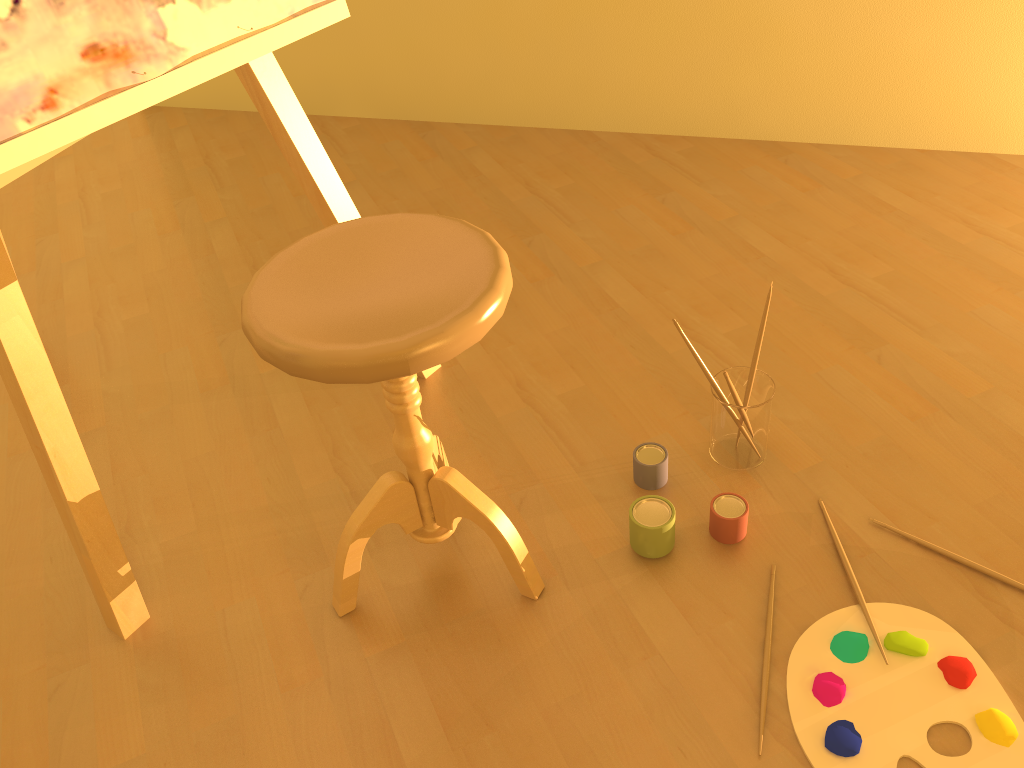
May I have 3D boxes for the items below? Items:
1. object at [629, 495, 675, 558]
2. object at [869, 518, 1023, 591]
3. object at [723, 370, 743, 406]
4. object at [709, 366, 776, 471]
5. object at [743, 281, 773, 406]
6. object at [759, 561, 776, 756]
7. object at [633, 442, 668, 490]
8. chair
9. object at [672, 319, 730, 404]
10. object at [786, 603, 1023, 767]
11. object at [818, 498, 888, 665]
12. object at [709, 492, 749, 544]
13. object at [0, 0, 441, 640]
[{"bbox_3d":[0.225,0.230,1.425,0.073,0.073,0.073,12,43,23],"label":"object"},{"bbox_3d":[0.699,0.275,1.344,0.325,0.010,0.010,25,49,34],"label":"object"},{"bbox_3d":[0.378,0.038,1.469,0.010,0.278,0.172,18,46,29],"label":"object"},{"bbox_3d":[0.395,0.064,1.535,0.106,0.157,0.106,-9,39,-2],"label":"object"},{"bbox_3d":[0.412,-0.027,1.514,0.069,0.319,0.010,-33,45,-28],"label":"object"},{"bbox_3d":[0.366,0.380,1.269,0.010,0.010,0.325,6,41,16],"label":"object"},{"bbox_3d":[0.241,0.143,1.540,0.060,0.060,0.060,-1,39,8],"label":"object"},{"bbox_3d":[-0.142,0.076,1.295,0.364,0.551,0.348,18,45,28],"label":"chair"},{"bbox_3d":[0.349,0.012,1.501,0.159,0.286,0.010,6,41,16],"label":"object"},{"bbox_3d":[0.517,0.440,1.167,0.288,0.014,0.366,-9,39,-2],"label":"object"},{"bbox_3d":[0.516,0.289,1.352,0.010,0.015,0.325,-5,39,3],"label":"object"},{"bbox_3d":[0.350,0.217,1.431,0.060,0.060,0.060,-3,39,6],"label":"object"},{"bbox_3d":[-0.795,-0.551,1.195,1.132,1.896,0.972,-2,39,6],"label":"object"}]
